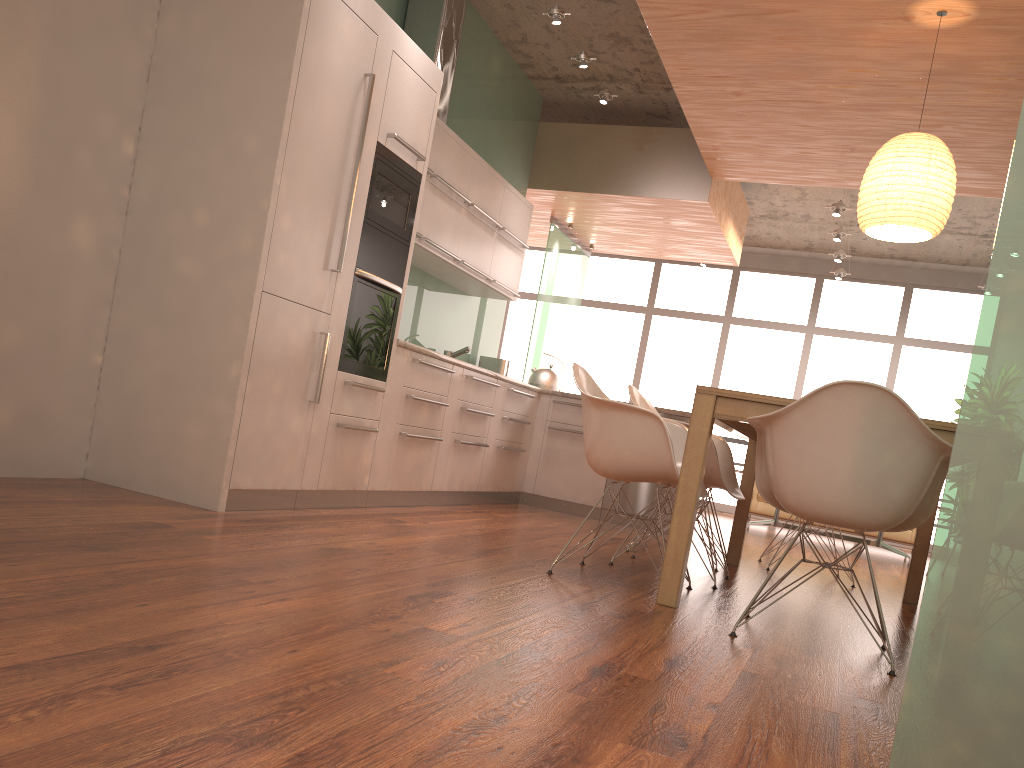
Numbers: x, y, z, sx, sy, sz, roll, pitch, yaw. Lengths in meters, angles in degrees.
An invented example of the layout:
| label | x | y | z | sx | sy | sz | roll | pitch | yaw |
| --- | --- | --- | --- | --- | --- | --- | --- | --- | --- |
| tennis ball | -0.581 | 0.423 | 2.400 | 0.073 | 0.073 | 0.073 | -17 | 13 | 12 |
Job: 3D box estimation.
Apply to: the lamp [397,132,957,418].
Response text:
| label | x | y | z | sx | sy | sz | roll | pitch | yaw |
| --- | --- | --- | --- | --- | --- | --- | --- | --- | --- |
| lamp | 0.875 | -0.555 | 5.682 | 3.205 | 1.350 | 3.077 | 9 | -2 | 21 |

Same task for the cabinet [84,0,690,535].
| label | x | y | z | sx | sy | sz | roll | pitch | yaw |
| --- | --- | --- | --- | --- | --- | --- | --- | --- | --- |
| cabinet | -0.005 | -0.329 | 5.374 | 1.907 | 2.280 | 4.258 | 10 | -2 | 21 |

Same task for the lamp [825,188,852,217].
| label | x | y | z | sx | sy | sz | roll | pitch | yaw |
| --- | --- | --- | --- | --- | --- | --- | --- | --- | --- |
| lamp | 2.910 | -1.719 | 7.773 | 0.199 | 0.484 | 0.133 | 10 | 2 | -11 |

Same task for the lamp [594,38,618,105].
| label | x | y | z | sx | sy | sz | roll | pitch | yaw |
| --- | --- | --- | --- | --- | --- | --- | --- | --- | --- |
| lamp | 0.696 | -2.217 | 6.239 | 0.153 | 0.472 | 0.102 | 10 | 2 | -11 |

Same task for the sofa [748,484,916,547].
| label | x | y | z | sx | sy | sz | roll | pitch | yaw |
| --- | --- | --- | --- | --- | --- | --- | --- | --- | --- |
| sofa | 3.458 | 1.261 | 9.431 | 1.795 | 0.840 | 0.881 | 9 | -1 | 21 |

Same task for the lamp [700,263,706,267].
| label | x | y | z | sx | sy | sz | roll | pitch | yaw |
| --- | --- | --- | --- | --- | --- | --- | --- | --- | --- |
| lamp | 2.354 | -1.659 | 10.623 | 0.199 | 0.484 | 0.133 | 10 | 2 | -11 |

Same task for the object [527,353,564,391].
| label | x | y | z | sx | sy | sz | roll | pitch | yaw |
| --- | --- | --- | --- | --- | --- | --- | --- | --- | --- |
| object | 0.272 | -0.091 | 7.070 | 0.261 | 0.306 | 0.263 | 10 | 0 | 38 |

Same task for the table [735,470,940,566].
| label | x | y | z | sx | sy | sz | roll | pitch | yaw |
| --- | --- | --- | --- | --- | --- | --- | --- | --- | --- |
| table | 2.972 | 1.246 | 8.246 | 1.864 | 0.561 | 0.943 | 9 | -2 | 21 |

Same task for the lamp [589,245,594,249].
| label | x | y | z | sx | sy | sz | roll | pitch | yaw |
| --- | --- | --- | --- | --- | --- | --- | --- | --- | --- |
| lamp | 0.880 | -1.656 | 9.283 | 0.103 | 0.472 | 0.152 | 10 | 2 | -6 |

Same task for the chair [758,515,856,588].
| label | x | y | z | sx | sy | sz | roll | pitch | yaw |
| --- | --- | --- | --- | --- | --- | --- | --- | --- | --- |
| chair | 1.871 | 0.734 | 5.407 | 0.683 | 0.864 | 0.642 | 10 | 0 | 6 |

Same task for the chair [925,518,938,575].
| label | x | y | z | sx | sy | sz | roll | pitch | yaw |
| --- | --- | --- | --- | --- | --- | --- | --- | --- | --- |
| chair | 3.719 | 1.142 | 7.036 | 0.557 | 0.903 | 0.545 | 11 | 1 | 41 |

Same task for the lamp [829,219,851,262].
| label | x | y | z | sx | sy | sz | roll | pitch | yaw |
| --- | --- | --- | --- | --- | --- | --- | --- | --- | --- |
| lamp | 3.489 | -1.527 | 9.302 | 0.199 | 0.484 | 0.133 | 10 | 2 | -11 |

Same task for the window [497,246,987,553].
| label | x | y | z | sx | sy | sz | roll | pitch | yaw |
| --- | --- | --- | --- | --- | --- | --- | --- | --- | --- |
| window | 1.676 | -0.202 | 11.679 | 8.531 | 3.291 | 0.062 | 9 | 2 | 21 |

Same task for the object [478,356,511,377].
| label | x | y | z | sx | sy | sz | roll | pitch | yaw |
| --- | --- | --- | --- | --- | --- | --- | --- | --- | --- |
| object | -0.146 | -0.107 | 7.241 | 0.236 | 0.203 | 0.153 | 10 | 0 | 21 |

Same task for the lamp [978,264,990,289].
| label | x | y | z | sx | sy | sz | roll | pitch | yaw |
| --- | --- | --- | --- | --- | --- | --- | --- | --- | --- |
| lamp | 5.185 | -1.207 | 9.519 | 0.199 | 0.484 | 0.133 | 10 | 2 | -11 |

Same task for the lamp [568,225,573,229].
| label | x | y | z | sx | sy | sz | roll | pitch | yaw |
| --- | --- | --- | --- | --- | --- | --- | --- | --- | --- |
| lamp | 0.611 | -1.745 | 8.573 | 0.103 | 0.472 | 0.152 | 10 | 2 | -6 |

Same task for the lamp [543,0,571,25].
| label | x | y | z | sx | sy | sz | roll | pitch | yaw |
| --- | --- | --- | --- | --- | --- | --- | --- | --- | --- |
| lamp | 0.295 | -2.350 | 5.178 | 0.153 | 0.472 | 0.102 | 10 | 2 | -11 |

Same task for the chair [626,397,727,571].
| label | x | y | z | sx | sy | sz | roll | pitch | yaw |
| --- | --- | --- | --- | --- | --- | --- | --- | --- | --- |
| chair | 0.970 | 0.545 | 4.960 | 0.641 | 0.863 | 0.685 | 10 | 0 | 16 |

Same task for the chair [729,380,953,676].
| label | x | y | z | sx | sy | sz | roll | pitch | yaw |
| --- | --- | --- | --- | --- | --- | --- | --- | --- | --- |
| chair | 1.079 | 0.452 | 2.954 | 0.682 | 0.864 | 0.644 | 10 | 0 | 16 |

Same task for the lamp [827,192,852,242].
| label | x | y | z | sx | sy | sz | roll | pitch | yaw |
| --- | --- | --- | --- | --- | --- | --- | --- | --- | --- |
| lamp | 3.199 | -1.623 | 8.538 | 0.199 | 0.484 | 0.133 | 10 | 2 | -11 |

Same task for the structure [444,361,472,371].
| label | x | y | z | sx | sy | sz | roll | pitch | yaw |
| --- | --- | --- | --- | --- | --- | --- | --- | --- | --- |
| structure | -0.551 | -0.176 | 5.841 | 0.487 | 0.038 | 0.678 | 9 | -3 | 21 |

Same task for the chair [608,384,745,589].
| label | x | y | z | sx | sy | sz | roll | pitch | yaw |
| --- | --- | --- | --- | --- | --- | --- | --- | --- | --- |
| chair | 0.804 | 0.476 | 4.267 | 0.641 | 0.863 | 0.685 | 10 | 0 | 16 |

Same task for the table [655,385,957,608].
| label | x | y | z | sx | sy | sz | roll | pitch | yaw |
| --- | --- | --- | --- | --- | --- | --- | --- | --- | --- |
| table | 1.433 | 0.599 | 3.994 | 1.022 | 0.811 | 2.080 | 10 | -2 | 21 |

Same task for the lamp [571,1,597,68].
| label | x | y | z | sx | sy | sz | roll | pitch | yaw |
| --- | --- | --- | --- | --- | --- | --- | --- | --- | --- |
| lamp | 0.496 | -2.284 | 5.708 | 0.153 | 0.472 | 0.102 | 10 | 2 | -11 |

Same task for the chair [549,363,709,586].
| label | x | y | z | sx | sy | sz | roll | pitch | yaw |
| --- | --- | --- | --- | --- | --- | --- | --- | --- | --- |
| chair | 0.492 | 0.378 | 3.647 | 0.641 | 0.851 | 0.685 | 10 | 0 | 16 |

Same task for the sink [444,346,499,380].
| label | x | y | z | sx | sy | sz | roll | pitch | yaw |
| --- | --- | --- | --- | --- | --- | --- | --- | --- | --- |
| sink | -0.269 | -0.078 | 6.523 | 0.614 | 0.383 | 0.645 | 10 | -2 | 21 |

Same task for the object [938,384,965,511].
| label | x | y | z | sx | sy | sz | roll | pitch | yaw |
| --- | --- | --- | --- | --- | --- | --- | --- | --- | --- |
| object | 5.190 | 0.943 | 9.560 | 1.074 | 2.111 | 0.970 | 11 | 2 | 39 |

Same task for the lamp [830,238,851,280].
| label | x | y | z | sx | sy | sz | roll | pitch | yaw |
| --- | --- | --- | --- | --- | --- | --- | --- | --- | --- |
| lamp | 3.778 | -1.431 | 10.067 | 0.199 | 0.484 | 0.133 | 10 | 2 | -11 |

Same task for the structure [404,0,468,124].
| label | x | y | z | sx | sy | sz | roll | pitch | yaw |
| --- | --- | --- | --- | --- | --- | --- | --- | --- | --- |
| structure | -0.484 | -2.145 | 5.403 | 0.254 | 1.137 | 0.262 | 11 | 2 | 21 |
